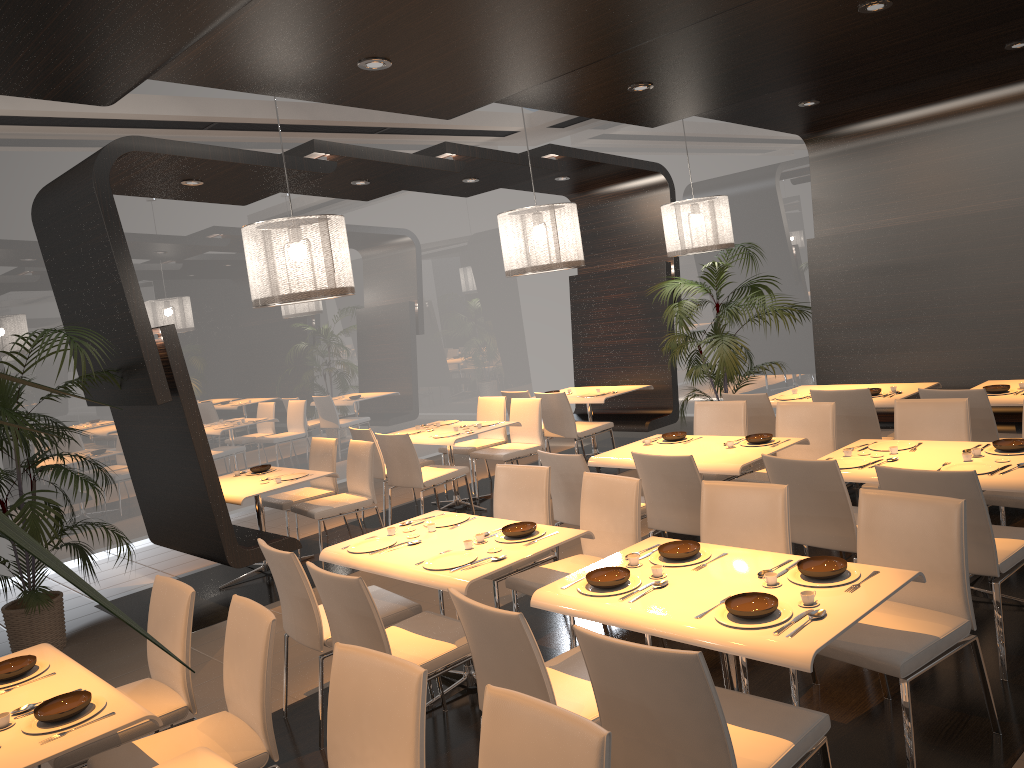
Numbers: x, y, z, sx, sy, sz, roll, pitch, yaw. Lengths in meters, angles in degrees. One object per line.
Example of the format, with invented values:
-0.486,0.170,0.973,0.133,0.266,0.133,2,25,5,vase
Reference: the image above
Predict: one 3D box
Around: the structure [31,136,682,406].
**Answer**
-0.822,-1.178,7.995,5.978,1.723,1.396,-13,5,-42,structure

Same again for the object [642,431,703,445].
1.054,0.364,5.944,0.306,0.044,0.363,-13,8,-43,object

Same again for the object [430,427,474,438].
-0.507,0.418,7.671,0.375,0.038,0.337,-3,7,41,object

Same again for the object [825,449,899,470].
1.808,0.391,4.625,0.375,0.038,0.337,-3,7,41,object

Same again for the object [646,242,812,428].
2.091,-0.341,8.638,1.513,2.056,1.557,-10,3,-29,object

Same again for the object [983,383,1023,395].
3.327,0.033,5.997,0.306,0.044,0.363,-13,8,-43,object

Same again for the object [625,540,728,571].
0.623,0.670,3.492,0.306,0.044,0.363,-13,8,-43,object

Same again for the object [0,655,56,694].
-1.866,1.053,3.228,0.306,0.044,0.363,-13,8,-43,object

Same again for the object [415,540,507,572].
-0.209,0.753,3.886,0.375,0.038,0.337,-3,7,41,object

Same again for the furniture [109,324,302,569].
-2.336,0.405,6.453,0.762,1.672,1.396,-10,3,-42,furniture

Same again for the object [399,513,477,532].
-0.408,0.710,4.608,0.375,0.038,0.337,-4,7,36,object

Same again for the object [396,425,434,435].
-0.895,0.426,8.139,0.375,0.038,0.337,-3,7,41,object

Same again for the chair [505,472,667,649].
0.349,0.940,4.334,0.609,0.872,0.482,-10,3,-35,chair

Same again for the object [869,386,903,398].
2.714,0.060,6.608,0.306,0.044,0.363,-13,8,-43,object

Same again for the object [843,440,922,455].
2.023,0.338,4.850,0.375,0.038,0.337,-4,7,36,object

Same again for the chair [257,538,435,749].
-0.804,1.116,4.193,0.609,0.868,0.482,-10,3,-35,chair

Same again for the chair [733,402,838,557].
1.802,0.594,5.691,0.609,0.868,0.482,-10,3,-40,chair

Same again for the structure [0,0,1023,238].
0.005,-0.870,3.674,10.741,1.732,2.891,-13,7,-42,structure

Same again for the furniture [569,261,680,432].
1.047,-0.394,9.601,0.762,1.672,1.396,-10,3,-42,furniture

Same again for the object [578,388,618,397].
0.883,0.087,8.988,0.375,0.038,0.337,-3,7,41,object

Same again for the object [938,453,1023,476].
2.220,0.377,4.173,0.375,0.038,0.337,-3,7,41,object

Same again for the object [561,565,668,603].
0.399,0.723,3.291,0.306,0.044,0.363,-13,8,-43,object

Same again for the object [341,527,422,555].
-0.622,0.767,4.338,0.375,0.038,0.337,-3,7,41,object

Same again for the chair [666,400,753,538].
1.388,0.597,6.249,0.482,0.868,0.609,-6,3,45,chair

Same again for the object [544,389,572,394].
0.471,0.097,9.447,0.306,0.044,0.363,-13,8,-43,object

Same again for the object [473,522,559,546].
-0.003,0.696,4.137,0.306,0.044,0.363,-13,8,-43,object

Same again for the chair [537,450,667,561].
0.560,0.792,5.488,0.609,0.868,0.482,-10,3,-35,chair

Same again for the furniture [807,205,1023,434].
3.593,-0.486,6.879,0.762,1.671,2.891,-10,5,-42,furniture

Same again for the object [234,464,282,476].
-2.058,0.693,7.106,0.306,0.044,0.363,-13,8,-43,object

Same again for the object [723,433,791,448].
1.491,0.349,5.467,0.306,0.044,0.363,-13,8,-43,object

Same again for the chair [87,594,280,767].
-1.085,1.273,3.030,0.609,0.868,0.482,-10,3,-35,chair

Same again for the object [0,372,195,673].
-0.477,0.889,0.004,1.498,2.056,1.573,-6,3,33,object

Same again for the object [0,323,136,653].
-3.107,0.709,5.577,1.498,2.056,1.572,-6,4,41,object

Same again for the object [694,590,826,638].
0.807,0.711,2.826,0.306,0.044,0.363,-13,8,-43,object

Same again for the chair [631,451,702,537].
1.082,0.764,5.041,0.609,0.872,0.482,-10,3,-40,chair

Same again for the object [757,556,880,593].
1.041,0.652,3.074,0.306,0.044,0.363,-13,8,-43,object

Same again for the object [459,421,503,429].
-0.291,0.357,7.971,0.375,0.038,0.337,-4,7,36,object

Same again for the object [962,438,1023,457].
2.454,0.317,4.412,0.306,0.044,0.363,-13,8,-43,object

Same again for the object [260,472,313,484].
-1.716,0.693,6.643,0.375,0.038,0.337,-4,7,36,object

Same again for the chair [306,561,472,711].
-0.449,1.116,3.690,0.609,0.868,0.482,-10,3,-40,chair

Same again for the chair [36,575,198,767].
-1.529,1.292,3.471,0.609,0.868,0.482,-10,3,-40,chair

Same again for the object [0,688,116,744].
-1.460,1.038,2.801,0.306,0.044,0.363,-13,8,-43,object

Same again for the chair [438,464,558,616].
-0.065,0.941,4.892,0.482,0.868,0.609,-6,3,45,chair

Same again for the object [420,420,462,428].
-0.694,0.368,8.434,0.375,0.038,0.337,-4,7,36,object

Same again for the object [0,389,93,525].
-3.995,0.771,6.225,1.558,2.056,1.512,-8,3,9,object

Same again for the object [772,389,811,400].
2.288,0.082,7.030,0.375,0.038,0.337,-3,7,41,object
